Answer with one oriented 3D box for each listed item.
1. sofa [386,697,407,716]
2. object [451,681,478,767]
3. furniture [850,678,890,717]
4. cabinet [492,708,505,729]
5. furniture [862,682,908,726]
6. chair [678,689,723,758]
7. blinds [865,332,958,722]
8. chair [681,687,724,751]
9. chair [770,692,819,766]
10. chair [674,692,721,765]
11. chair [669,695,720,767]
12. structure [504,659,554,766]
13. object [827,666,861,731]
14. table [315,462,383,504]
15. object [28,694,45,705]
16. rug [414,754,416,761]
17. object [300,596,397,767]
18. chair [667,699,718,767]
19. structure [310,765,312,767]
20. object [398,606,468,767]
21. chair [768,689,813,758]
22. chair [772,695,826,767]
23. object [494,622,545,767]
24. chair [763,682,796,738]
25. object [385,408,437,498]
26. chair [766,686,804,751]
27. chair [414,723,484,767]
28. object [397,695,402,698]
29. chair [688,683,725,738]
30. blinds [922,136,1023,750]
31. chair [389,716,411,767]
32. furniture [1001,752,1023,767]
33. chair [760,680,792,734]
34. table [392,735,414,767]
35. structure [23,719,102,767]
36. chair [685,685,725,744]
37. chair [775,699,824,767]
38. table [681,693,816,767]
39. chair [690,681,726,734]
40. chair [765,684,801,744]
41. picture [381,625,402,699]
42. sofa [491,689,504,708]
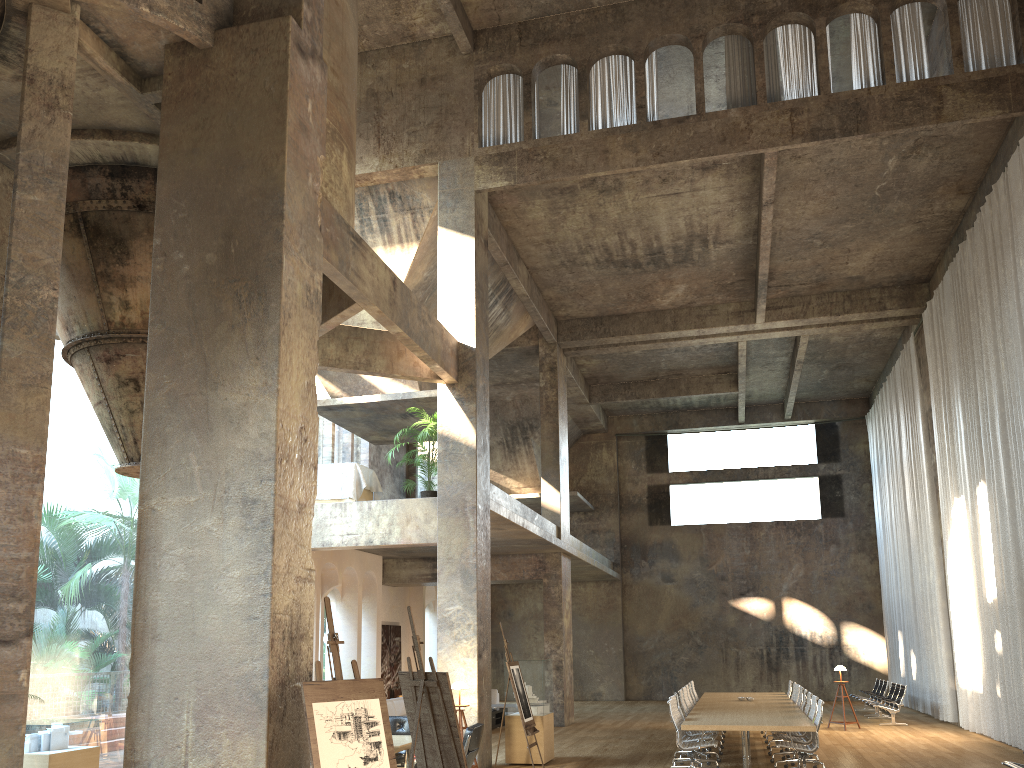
[{"bbox_3d":[-1.800,6.638,17.430,2.068,0.703,3.004,-5,-17,13],"label":"sofa"},{"bbox_3d":[-0.806,4.739,12.054,0.572,1.265,0.674,-3,-11,14],"label":"object"},{"bbox_3d":[8.892,7.789,21.893,0.710,0.820,1.920,-4,-16,14],"label":"furniture"},{"bbox_3d":[-0.456,7.398,19.418,0.396,0.360,1.602,-4,-17,13],"label":"cabinet"},{"bbox_3d":[8.301,7.112,19.608,0.710,0.820,1.920,-4,-16,14],"label":"furniture"},{"bbox_3d":[3.020,5.461,14.190,0.701,1.000,0.680,-5,-13,19],"label":"chair"},{"bbox_3d":[10.069,4.028,22.799,0.275,8.428,8.026,-3,-13,13],"label":"blinds"},{"bbox_3d":[3.241,5.711,15.033,0.702,1.000,0.680,-6,-13,22],"label":"chair"},{"bbox_3d":[4.179,5.116,13.084,0.701,1.000,0.680,-5,-13,19],"label":"chair"},{"bbox_3d":[2.783,5.197,13.299,0.700,1.000,0.681,-4,-12,13],"label":"chair"},{"bbox_3d":[2.579,4.954,12.478,0.702,1.000,0.680,-6,-13,22],"label":"chair"},{"bbox_3d":[0.272,5.031,13.529,0.595,1.509,0.760,-3,-11,14],"label":"structure"},{"bbox_3d":[6.760,6.497,18.229,0.665,1.265,0.579,9,-15,-42],"label":"object"},{"bbox_3d":[-3.164,1.834,15.115,1.753,0.782,1.144,-5,-15,14],"label":"table"},{"bbox_3d":[-4.955,2.881,8.374,0.861,0.917,0.704,-5,-13,17],"label":"object"},{"bbox_3d":[-1.914,6.114,14.472,2.467,0.009,1.381,-5,-17,14],"label":"rug"},{"bbox_3d":[-1.107,2.492,5.909,0.692,2.094,0.711,-9,-13,39],"label":"object"},{"bbox_3d":[2.400,4.706,11.642,0.701,1.000,0.680,-5,-13,19],"label":"chair"},{"bbox_3d":[-1.976,3.449,7.254,0.744,0.989,0.753,-4,-13,14],"label":"structure"},{"bbox_3d":[-0.742,3.036,7.742,0.692,2.094,0.711,9,-14,-43],"label":"object"},{"bbox_3d":[4.399,5.372,13.945,0.702,1.000,0.680,-6,-13,22],"label":"chair"},{"bbox_3d":[3.954,4.856,12.205,0.701,1.000,0.681,-4,-12,17],"label":"chair"},{"bbox_3d":[0.068,4.515,12.714,0.686,2.094,0.717,-3,-11,13],"label":"object"},{"bbox_3d":[5.052,6.129,16.502,0.702,1.000,0.680,-6,-13,22],"label":"chair"},{"bbox_3d":[-1.301,1.160,14.640,1.406,1.764,1.387,-5,-13,20],"label":"object"},{"bbox_3d":[4.620,5.621,14.787,0.701,1.000,0.680,-5,-13,19],"label":"chair"},{"bbox_3d":[-0.742,4.295,9.922,0.822,0.870,0.749,-3,-13,10],"label":"chair"},{"bbox_3d":[-2.699,7.793,21.096,0.174,0.615,0.244,-1,-11,2],"label":"object"},{"bbox_3d":[3.686,6.226,16.772,0.701,1.000,0.681,-4,-12,17],"label":"chair"},{"bbox_3d":[7.921,1.569,14.501,0.275,8.428,8.022,-3,-13,15],"label":"blinds"},{"bbox_3d":[-1.580,4.591,10.878,0.730,0.870,0.843,-2,-13,8],"label":"chair"},{"bbox_3d":[5.574,3.925,8.852,0.710,0.820,1.920,-4,-16,14],"label":"furniture"},{"bbox_3d":[5.238,6.377,17.336,0.701,1.000,0.680,-5,-13,19],"label":"chair"},{"bbox_3d":[-2.244,4.520,10.295,2.415,0.683,1.133,-5,-15,14],"label":"table"},{"bbox_3d":[-4.961,4.108,9.338,0.736,0.989,0.762,-4,-13,14],"label":"structure"},{"bbox_3d":[3.461,5.966,15.893,0.701,1.000,0.680,-5,-13,19],"label":"chair"},{"bbox_3d":[0.982,4.850,12.044,12.977,1.006,32.314,-5,-17,13],"label":"chair"},{"bbox_3d":[3.840,5.644,14.393,1.604,0.739,7.913,-4,-17,13],"label":"table"},{"bbox_3d":[3.923,6.495,17.679,0.701,1.000,0.680,-5,-13,20],"label":"chair"},{"bbox_3d":[4.840,5.886,15.683,0.700,1.000,0.681,-4,-12,13],"label":"chair"},{"bbox_3d":[-2.959,6.724,21.261,0.069,1.726,1.540,-3,-13,14],"label":"picture"},{"bbox_3d":[-0.760,7.831,21.452,2.071,0.703,1.099,-5,-15,14],"label":"sofa"}]
